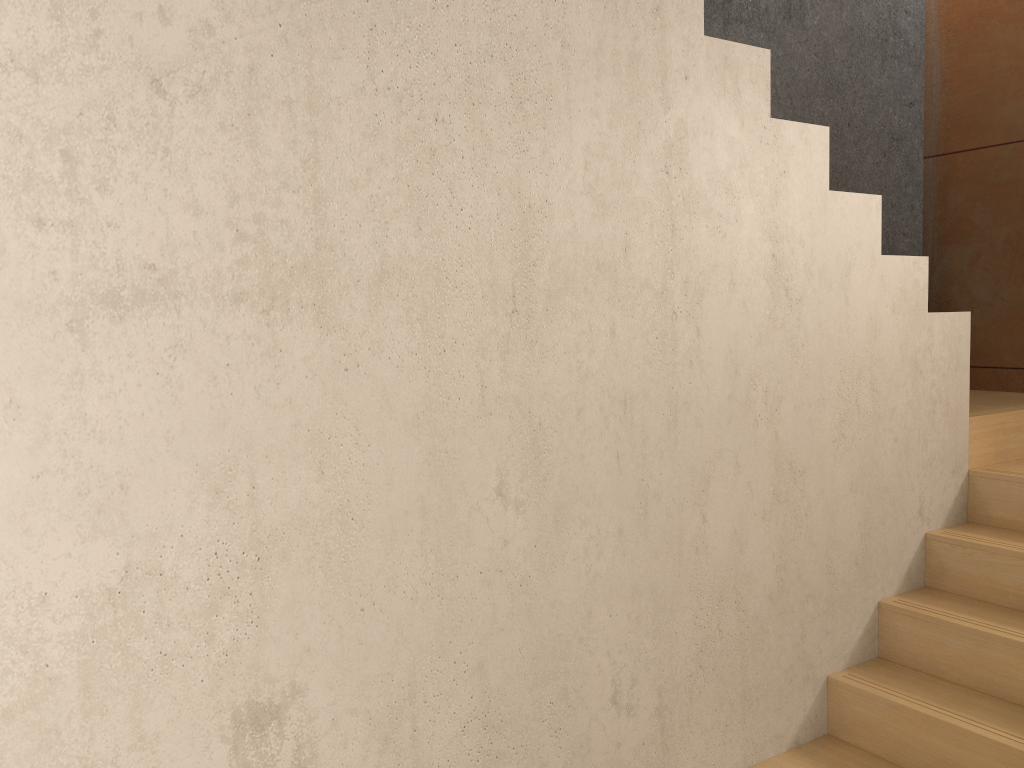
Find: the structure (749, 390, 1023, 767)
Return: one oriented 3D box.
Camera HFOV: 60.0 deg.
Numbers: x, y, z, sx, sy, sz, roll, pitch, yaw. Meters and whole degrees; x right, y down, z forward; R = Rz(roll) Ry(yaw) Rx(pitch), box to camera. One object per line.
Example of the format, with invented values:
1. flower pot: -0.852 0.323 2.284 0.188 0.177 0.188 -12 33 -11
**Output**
1. structure: 1.499 0.688 2.808 2.400 1.110 1.950 -4 5 -33
